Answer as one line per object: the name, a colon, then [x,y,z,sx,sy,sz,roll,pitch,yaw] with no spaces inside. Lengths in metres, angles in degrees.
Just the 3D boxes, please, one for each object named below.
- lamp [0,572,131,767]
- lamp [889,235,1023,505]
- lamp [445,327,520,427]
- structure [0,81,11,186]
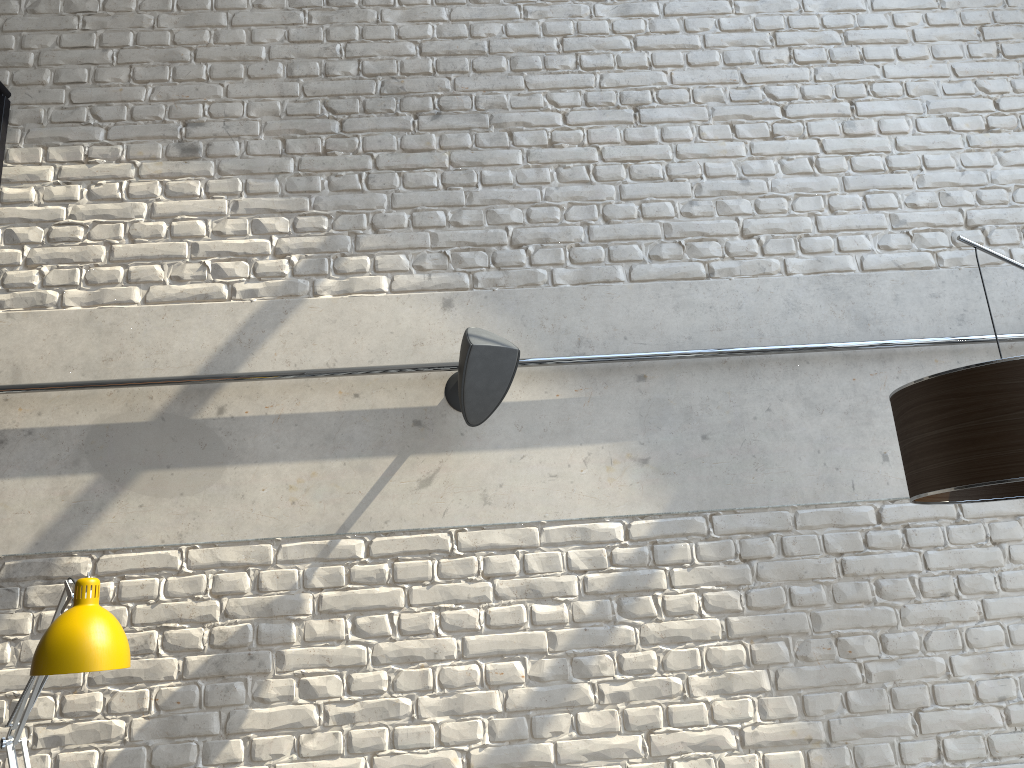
lamp: [-0.503,1.221,1.916,1.569,1.648,0.619,-6,-17,9]
lamp: [1.914,0.742,2.178,1.844,2.371,0.547,1,-18,-17]
lamp: [-0.109,-0.019,2.741,0.177,0.311,0.352,3,-17,-21]
structure: [-3.207,0.085,0.276,3.787,3.401,4.700,-3,-15,-4]
